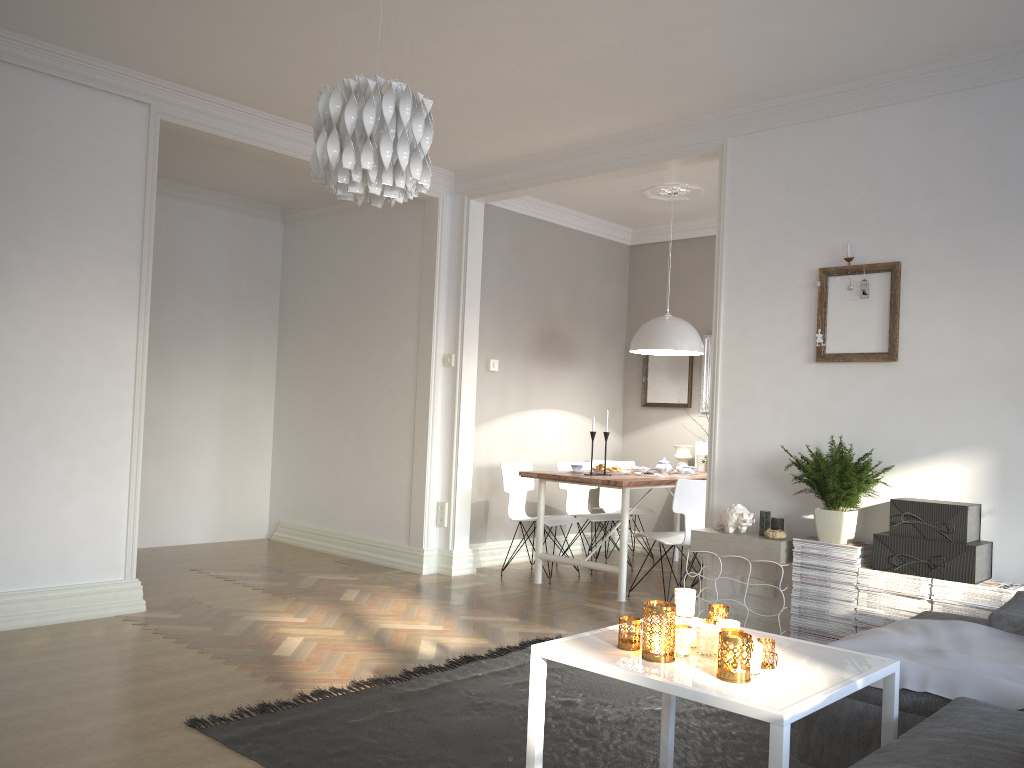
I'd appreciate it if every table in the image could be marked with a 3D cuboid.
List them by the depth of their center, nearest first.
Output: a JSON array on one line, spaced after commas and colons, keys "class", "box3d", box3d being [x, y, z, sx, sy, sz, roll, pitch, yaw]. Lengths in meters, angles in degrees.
[{"class": "table", "box3d": [0.530, 0.966, 2.349, 0.715, 0.504, 0.675, 1, -3, 43]}, {"class": "table", "box3d": [1.952, 1.080, 3.721, 0.327, 0.499, 0.247, 1, -2, 43]}, {"class": "table", "box3d": [1.722, 1.078, 3.936, 0.327, 0.499, 0.247, 1, -2, 43]}, {"class": "table", "box3d": [1.499, 1.028, 4.148, 0.321, 0.596, 0.247, 1, -2, 43]}, {"class": "table", "box3d": [1.158, 1.035, 4.415, 0.553, 0.575, 0.299, 1, -2, 44]}, {"class": "table", "box3d": [1.018, 1.018, 6.361, 0.853, 0.750, 1.987, 1, -3, 43]}]

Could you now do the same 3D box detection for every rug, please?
[{"class": "rug", "box3d": [0.306, 1.226, 3.079, 2.111, 0.055, 2.016, 0, -3, 43]}]

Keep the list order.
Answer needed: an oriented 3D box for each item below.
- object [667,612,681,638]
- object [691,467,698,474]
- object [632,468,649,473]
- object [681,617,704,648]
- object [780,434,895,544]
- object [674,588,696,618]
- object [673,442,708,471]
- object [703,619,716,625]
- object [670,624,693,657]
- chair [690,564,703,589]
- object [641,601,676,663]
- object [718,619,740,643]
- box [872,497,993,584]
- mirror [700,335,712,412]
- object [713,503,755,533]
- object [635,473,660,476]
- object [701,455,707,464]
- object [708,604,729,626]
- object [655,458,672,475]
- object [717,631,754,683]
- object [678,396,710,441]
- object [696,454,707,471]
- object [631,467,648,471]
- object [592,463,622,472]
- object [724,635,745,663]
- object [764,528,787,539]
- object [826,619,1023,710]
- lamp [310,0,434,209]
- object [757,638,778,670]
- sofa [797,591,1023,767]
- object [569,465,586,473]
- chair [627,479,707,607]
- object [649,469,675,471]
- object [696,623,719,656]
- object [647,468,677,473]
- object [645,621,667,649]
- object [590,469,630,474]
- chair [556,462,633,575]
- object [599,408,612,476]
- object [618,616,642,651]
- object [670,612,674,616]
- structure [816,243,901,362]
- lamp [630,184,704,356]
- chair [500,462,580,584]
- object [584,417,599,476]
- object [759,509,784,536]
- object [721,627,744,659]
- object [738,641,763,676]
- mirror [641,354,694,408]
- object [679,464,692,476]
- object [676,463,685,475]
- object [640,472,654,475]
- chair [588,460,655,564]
[{"class": "object", "box3d": [0.462, 0.679, 2.477, 0.060, 0.073, 0.060, 2, -2, 23]}, {"class": "object", "box3d": [1.318, 0.634, 6.524, 0.116, 0.056, 0.116, 2, -2, 16]}, {"class": "object", "box3d": [0.910, 0.616, 6.272, 0.129, 0.038, 0.129, 1, -3, 43]}, {"class": "object", "box3d": [0.491, 0.678, 2.417, 0.060, 0.073, 0.060, 2, -2, 23]}, {"class": "object", "box3d": [1.498, 0.495, 4.135, 0.438, 0.526, 0.368, 1, -2, 43]}, {"class": "object", "box3d": [0.477, 0.605, 2.449, 0.060, 0.073, 0.060, 4, -2, -31]}, {"class": "object", "box3d": [1.452, 0.578, 7.157, 0.310, 0.228, 0.173, 3, -2, -4]}, {"class": "object", "box3d": [0.546, 0.690, 2.473, 0.052, 0.058, 0.050, 2, -2, 12]}, {"class": "object", "box3d": [0.442, 0.672, 2.323, 0.060, 0.073, 0.060, 1, -2, 32]}, {"class": "chair", "box3d": [1.505, 1.001, 5.854, 0.432, 0.785, 0.479, 4, -2, -42]}, {"class": "object", "box3d": [0.375, 0.634, 2.275, 0.090, 0.139, 0.087, 2, -2, 13]}, {"class": "object", "box3d": [0.588, 0.682, 2.408, 0.060, 0.073, 0.060, 3, -2, -22]}, {"class": "box", "box3d": [1.824, 0.672, 3.865, 0.419, 0.315, 0.298, 1, -2, 43]}, {"class": "mirror", "box3d": [1.762, -0.084, 7.079, 0.544, 0.632, 0.047, 1, -2, 43]}, {"class": "object", "box3d": [1.118, 0.673, 4.459, 0.137, 0.150, 0.311, 3, -2, -17]}, {"class": "object", "box3d": [0.928, 0.622, 6.091, 0.180, 0.014, 0.180, 2, -2, 8]}, {"class": "object", "box3d": [1.539, 0.599, 6.727, 0.178, 0.162, 0.169, 3, -2, -6]}, {"class": "object", "box3d": [0.601, 0.686, 2.581, 0.060, 0.079, 0.060, 1, -2, 37]}, {"class": "object", "box3d": [1.086, 0.586, 6.330, 0.124, 0.118, 0.143, 4, -2, -42]}, {"class": "object", "box3d": [0.533, 0.653, 2.125, 0.080, 0.104, 0.080, 1, -2, 33]}, {"class": "object", "box3d": [1.636, 0.302, 6.947, 0.698, 0.781, 0.352, 2, -2, 25]}, {"class": "object", "box3d": [1.497, 0.623, 7.003, 0.094, 0.132, 0.097, 2, -2, 9]}, {"class": "object", "box3d": [0.920, 0.623, 6.440, 0.129, 0.038, 0.129, 4, -3, -42]}, {"class": "object", "box3d": [0.657, 0.584, 6.151, 0.197, 0.063, 0.188, 2, -2, 13]}, {"class": "object", "box3d": [0.566, 0.674, 2.242, 0.060, 0.073, 0.060, 3, -2, -22]}, {"class": "object", "box3d": [1.273, 0.725, 4.283, 0.099, 0.046, 0.104, 3, -2, -1]}, {"class": "object", "box3d": [1.373, 1.020, 2.778, 0.725, 0.437, 0.812, 1, -3, 42]}, {"class": "lamp", "box3d": [-0.395, -1.074, 2.630, 0.355, 1.065, 0.354, 3, -1, -5]}, {"class": "object", "box3d": [0.644, 0.681, 2.238, 0.054, 0.068, 0.047, 2, -2, 3]}, {"class": "sofa", "box3d": [1.285, 0.881, 2.038, 1.554, 0.772, 2.633, 1, -3, 43]}, {"class": "object", "box3d": [0.446, 0.578, 6.046, 0.116, 0.056, 0.137, 3, -2, -16]}, {"class": "chair", "box3d": [1.043, 0.968, 5.526, 0.432, 0.785, 0.479, 3, -2, -27]}, {"class": "object", "box3d": [1.106, 0.641, 6.579, 0.201, 0.022, 0.194, 4, -2, -27]}, {"class": "object", "box3d": [0.516, 0.676, 2.342, 0.060, 0.073, 0.060, 3, -2, -1]}, {"class": "object", "box3d": [1.106, 0.646, 6.574, 0.287, 0.019, 0.287, 2, -2, 16]}, {"class": "object", "box3d": [0.381, 0.670, 2.347, 0.060, 0.073, 0.060, 1, -2, 32]}, {"class": "object", "box3d": [0.680, 0.610, 6.144, 0.287, 0.019, 0.287, 1, -3, 31]}, {"class": "chair", "box3d": [0.614, 0.994, 6.684, 0.432, 0.785, 0.479, 4, -2, -37]}, {"class": "object", "box3d": [0.627, 0.385, 5.912, 0.095, 0.448, 0.095, 1, -2, 39]}, {"class": "object", "box3d": [0.313, 0.665, 2.366, 0.060, 0.079, 0.060, 1, -2, 33]}, {"class": "object", "box3d": [0.462, 0.676, 2.477, 0.056, 0.066, 0.056, 2, -2, 5]}, {"class": "structure", "box3d": [1.659, -0.394, 4.271, 0.398, 0.574, 0.053, 1, -2, 40]}, {"class": "lamp", "box3d": [1.140, -0.815, 6.400, 0.530, 1.181, 0.530, 4, -2, -39]}, {"class": "chair", "box3d": [0.192, 0.959, 6.255, 0.479, 0.785, 0.432, 2, -2, 33]}, {"class": "object", "box3d": [0.532, 0.404, 5.856, 0.095, 0.396, 0.095, 1, -2, 39]}, {"class": "object", "box3d": [1.284, 0.685, 4.387, 0.123, 0.134, 0.062, 3, -1, -6]}, {"class": "object", "box3d": [0.572, 0.677, 2.307, 0.060, 0.073, 0.060, 3, -2, -22]}, {"class": "object", "box3d": [0.584, 0.673, 2.178, 0.060, 0.073, 0.060, 2, -2, 5]}, {"class": "mirror", "box3d": [1.313, -0.081, 7.494, 0.474, 0.557, 0.052, 1, -2, 43]}, {"class": "object", "box3d": [1.233, 0.607, 6.292, 0.090, 0.086, 0.090, 3, -2, -2]}, {"class": "object", "box3d": [1.218, 0.610, 6.390, 0.072, 0.086, 0.086, 2, -2, 8]}, {"class": "object", "box3d": [0.926, 0.618, 6.080, 0.100, 0.025, 0.066, 2, -2, 20]}, {"class": "chair", "box3d": [0.884, 1.026, 7.207, 0.431, 0.785, 0.479, 3, -2, -16]}]
